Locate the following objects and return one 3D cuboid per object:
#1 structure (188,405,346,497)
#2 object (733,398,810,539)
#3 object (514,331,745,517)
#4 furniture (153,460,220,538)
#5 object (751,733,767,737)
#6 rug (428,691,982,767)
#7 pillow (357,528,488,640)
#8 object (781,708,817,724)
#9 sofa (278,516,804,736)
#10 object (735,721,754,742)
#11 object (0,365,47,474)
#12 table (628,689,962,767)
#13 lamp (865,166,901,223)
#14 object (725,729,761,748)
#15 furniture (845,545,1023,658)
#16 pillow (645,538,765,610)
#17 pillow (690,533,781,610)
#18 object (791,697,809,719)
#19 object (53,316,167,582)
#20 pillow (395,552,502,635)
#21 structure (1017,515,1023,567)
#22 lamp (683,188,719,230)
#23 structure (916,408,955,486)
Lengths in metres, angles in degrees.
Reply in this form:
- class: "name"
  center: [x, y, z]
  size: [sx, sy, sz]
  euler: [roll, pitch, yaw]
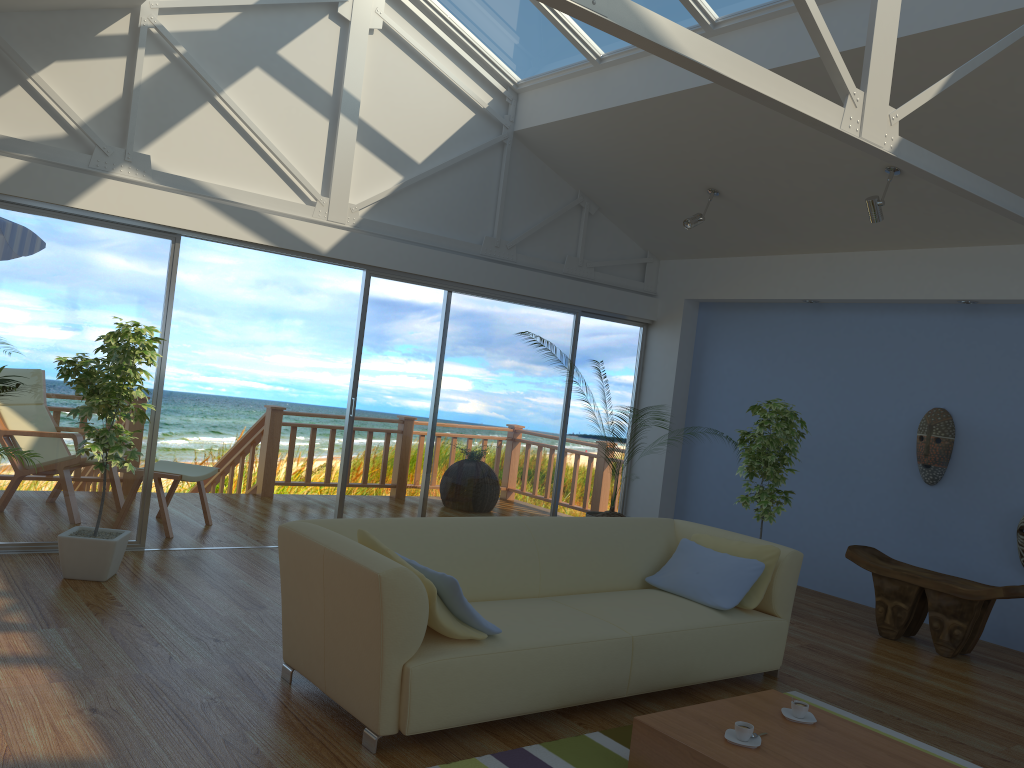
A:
- class: "structure"
  center: [-2.813, 1.014, 7.832]
  size: [6.950, 2.064, 4.086]
  euler: [7, 0, -38]
- class: "object"
  center: [1.712, 0.795, 5.951]
  size: [0.495, 1.409, 0.699]
  euler: [7, 0, 5]
- class: "object"
  center: [0.916, 0.551, 6.788]
  size: [1.563, 1.695, 1.706]
  euler: [7, 0, 43]
- class: "furniture"
  center: [-2.425, 0.795, 6.248]
  size: [0.449, 0.427, 0.619]
  euler: [7, 0, 7]
- class: "object"
  center: [0.843, 1.194, 3.027]
  size: [0.025, 0.021, 0.119]
  euler: [7, 0, 43]
- class: "rug"
  center: [0.943, 1.425, 3.017]
  size: [2.100, 0.018, 1.400]
  euler: [7, 0, -38]
- class: "pillow"
  center: [-0.353, 0.758, 3.387]
  size: [0.275, 0.312, 0.571]
  euler: [7, 0, -41]
- class: "object"
  center: [1.054, 1.223, 3.261]
  size: [0.118, 0.016, 0.118]
  euler: [7, 0, 7]
- class: "sofa"
  center: [0.232, 0.979, 4.034]
  size: [2.448, 0.597, 0.950]
  euler: [7, 0, -38]
- class: "object"
  center: [0.776, 1.168, 2.981]
  size: [0.062, 0.049, 0.078]
  euler: [7, 0, -2]
- class: "object"
  center: [-2.875, 0.420, 3.858]
  size: [1.488, 1.093, 1.413]
  euler: [7, 0, 35]
- class: "table"
  center: [0.966, 1.320, 3.006]
  size: [0.800, 0.198, 0.800]
  euler: [7, 0, -38]
- class: "lamp"
  center: [2.263, -1.161, 5.441]
  size: [0.195, 0.351, 0.127]
  euler: [7, 0, -20]
- class: "object"
  center: [0.774, 1.192, 2.973]
  size: [0.118, 0.016, 0.118]
  euler: [7, 0, 18]
- class: "furniture"
  center: [2.554, 1.352, 5.442]
  size: [0.329, 0.507, 1.100]
  euler: [7, 0, -37]
- class: "pillow"
  center: [0.944, 0.944, 4.410]
  size: [0.272, 0.244, 0.566]
  euler: [7, 0, -35]
- class: "pillow"
  center: [1.054, 0.919, 4.477]
  size: [0.201, 0.311, 0.559]
  euler: [7, 0, -38]
- class: "object"
  center: [1.062, 1.186, 3.269]
  size: [0.062, 0.077, 0.086]
  euler: [7, 0, 22]
- class: "object"
  center: [-2.156, 0.341, 4.790]
  size: [0.699, 1.409, 0.495]
  euler: [7, 0, 25]
- class: "pillow"
  center: [-0.287, 0.803, 3.452]
  size: [0.272, 0.244, 0.566]
  euler: [7, 0, -40]
- class: "structure"
  center: [3.264, 0.980, 5.450]
  size: [0.185, 0.466, 0.359]
  euler: [7, 0, -38]
- class: "lamp"
  center: [1.387, -1.284, 6.533]
  size: [0.254, 0.327, 0.118]
  euler: [7, 0, -20]
- class: "structure"
  center: [2.876, 0.427, 6.086]
  size: [0.115, 0.541, 0.254]
  euler: [7, 0, -38]
